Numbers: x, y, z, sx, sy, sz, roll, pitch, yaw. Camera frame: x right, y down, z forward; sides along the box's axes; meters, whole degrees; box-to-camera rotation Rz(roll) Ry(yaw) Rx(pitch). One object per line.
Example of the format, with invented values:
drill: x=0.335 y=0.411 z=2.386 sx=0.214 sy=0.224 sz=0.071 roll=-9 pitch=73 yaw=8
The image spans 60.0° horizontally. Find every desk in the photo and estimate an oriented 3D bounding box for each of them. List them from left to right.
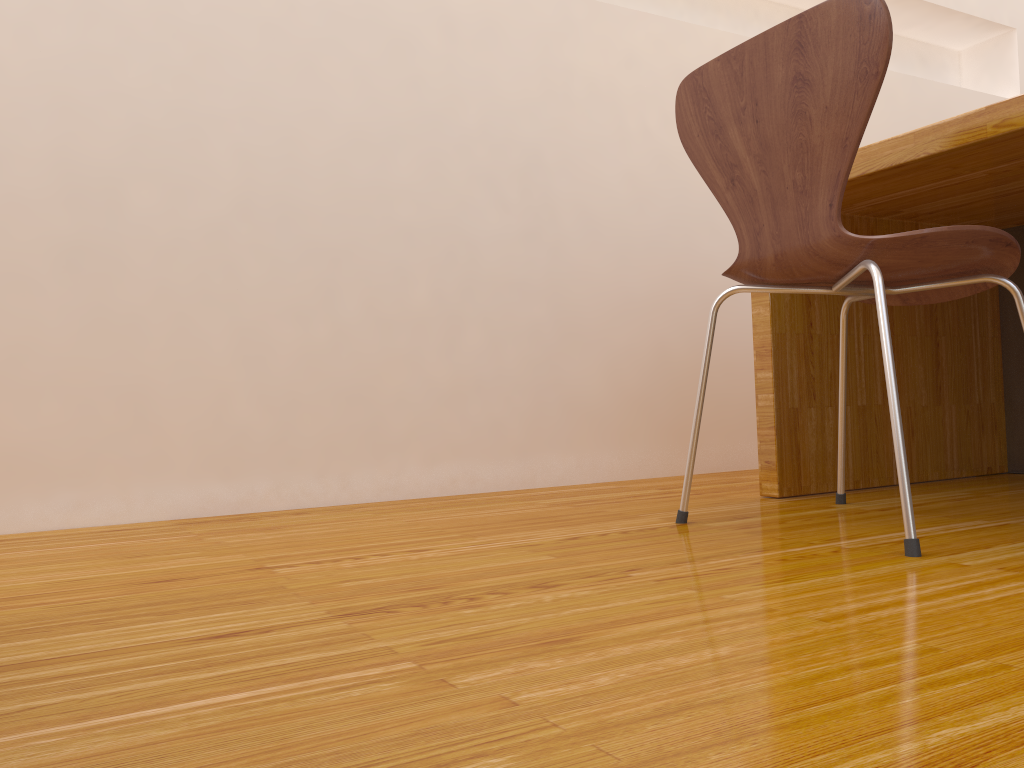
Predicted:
desk: x=1.901 y=-0.077 z=0.733 sx=1.527 sy=0.785 sz=3.243 roll=-1 pitch=-2 yaw=-29

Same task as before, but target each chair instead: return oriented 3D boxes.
chair: x=0.509 y=-0.137 z=1.306 sx=0.381 sy=0.693 sz=0.428 roll=-1 pitch=-2 yaw=-29
